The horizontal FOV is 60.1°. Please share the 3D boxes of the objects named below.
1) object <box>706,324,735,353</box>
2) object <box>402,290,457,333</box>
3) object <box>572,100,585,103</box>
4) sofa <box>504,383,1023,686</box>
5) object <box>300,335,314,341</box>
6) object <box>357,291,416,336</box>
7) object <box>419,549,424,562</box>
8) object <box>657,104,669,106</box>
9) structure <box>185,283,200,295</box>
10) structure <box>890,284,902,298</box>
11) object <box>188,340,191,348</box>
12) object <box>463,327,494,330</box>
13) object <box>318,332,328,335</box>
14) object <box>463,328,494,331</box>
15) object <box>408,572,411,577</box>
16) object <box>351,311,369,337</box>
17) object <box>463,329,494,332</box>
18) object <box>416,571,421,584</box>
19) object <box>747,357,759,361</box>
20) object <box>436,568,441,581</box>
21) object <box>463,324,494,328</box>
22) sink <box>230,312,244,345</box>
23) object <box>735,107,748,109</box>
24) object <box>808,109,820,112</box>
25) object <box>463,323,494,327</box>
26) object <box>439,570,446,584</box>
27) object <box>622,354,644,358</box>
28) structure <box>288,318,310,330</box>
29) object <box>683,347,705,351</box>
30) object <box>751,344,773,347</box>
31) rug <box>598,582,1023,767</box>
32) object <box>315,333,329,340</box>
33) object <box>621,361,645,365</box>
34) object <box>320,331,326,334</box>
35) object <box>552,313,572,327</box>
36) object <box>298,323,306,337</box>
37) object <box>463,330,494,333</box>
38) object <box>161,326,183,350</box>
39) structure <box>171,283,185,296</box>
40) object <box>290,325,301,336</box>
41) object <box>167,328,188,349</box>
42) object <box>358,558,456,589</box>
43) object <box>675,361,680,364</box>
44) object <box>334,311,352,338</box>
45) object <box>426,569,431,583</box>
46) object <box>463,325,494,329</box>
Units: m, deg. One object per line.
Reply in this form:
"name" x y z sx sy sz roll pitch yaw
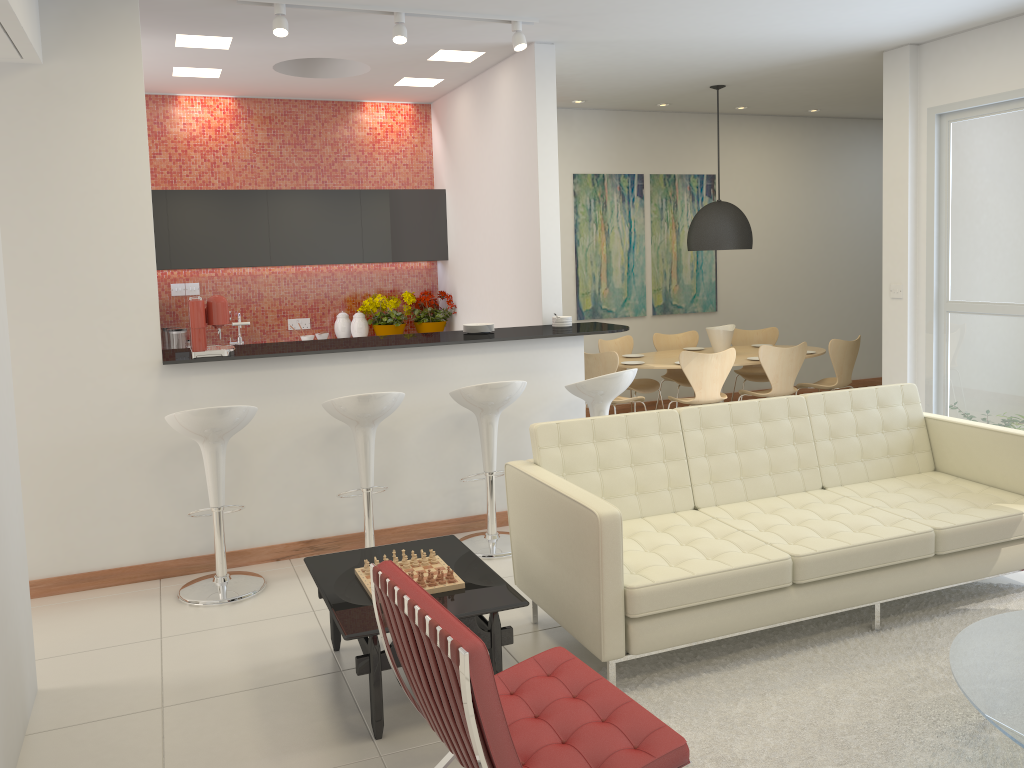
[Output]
"object" 1.953 -0.408 8.286 0.271 0.278 0.263 0 7 14
"object" -0.753 -0.662 8.246 0.505 0.446 0.523 -8 9 -42
"object" 0.648 -2.757 8.647 0.129 0.010 0.130 2 9 23
"sofa" 1.344 0.593 4.252 2.568 0.918 1.005 -5 7 -22
"object" -1.807 -0.383 7.825 0.121 0.083 0.121 -2 7 -2
"object" -1.141 -0.626 8.087 0.523 0.446 0.505 -4 7 -19
"object" -0.379 0.723 3.735 0.030 0.052 0.030 -5 7 -29
"object" 1.535 -2.837 9.001 0.129 0.010 0.130 2 9 23
"structure" -2.805 -0.833 7.773 0.114 0.104 0.008 -5 6 -22
"structure" 2.972 -0.718 6.850 0.013 0.104 0.114 -4 7 -21
"object" -2.789 -0.336 7.635 0.037 0.092 0.037 -4 6 -22
"object" -0.222 -0.369 5.891 0.210 0.015 0.211 1 9 22
"object" -1.711 -0.460 8.015 0.008 0.009 0.235 -1 8 8
"object" -0.221 -0.362 5.892 0.210 0.015 0.211 1 9 22
"object" -0.400 0.763 3.468 0.030 0.049 0.030 -3 6 -14
"object" -1.377 -0.518 8.001 0.159 0.282 0.160 1 7 30
"object" -0.221 -0.356 5.892 0.210 0.015 0.211 1 9 22
"object" -0.363 0.760 3.483 0.030 0.049 0.030 -3 6 -14
"object" 2.192 -0.222 7.854 0.210 0.015 0.211 2 9 24
"object" -0.289 0.753 3.513 0.030 0.049 0.030 -3 6 -14
"object" -0.222 -0.383 5.890 0.210 0.015 0.211 1 9 22
"sink" -2.349 -0.355 7.732 0.809 0.535 0.418 -5 7 -22
"object" 2.422 -2.917 9.354 0.129 0.010 0.130 2 9 23
"object" 3.309 -2.997 9.708 0.129 0.010 0.130 2 9 23
"object" -0.222 -0.390 5.889 0.210 0.015 0.211 1 9 22
"object" -0.274 0.757 3.475 0.030 0.052 0.030 -3 6 -14
"object" 1.147 -0.263 8.379 0.210 0.015 0.212 -2 8 0
"structure" -1.955 -0.550 8.132 0.198 0.098 0.016 -5 6 -22
"object" 1.810 -0.347 8.811 0.210 0.015 0.212 -2 8 -4
"object" 2.513 -0.383 8.898 0.211 0.015 0.211 -10 11 -43
"rug" 1.710 1.203 3.167 3.332 0.004 2.455 -5 9 -20
"object" -1.722 -0.416 8.034 0.121 0.083 0.121 3 9 33
"object" 1.069 -0.184 7.844 0.210 0.015 0.212 -2 8 0
"object" -1.726 -0.463 8.039 0.008 0.009 0.235 -2 8 3
"object" 0.336 -0.456 6.207 0.173 0.097 0.140 -6 8 -29
"object" -1.848 -0.443 7.864 0.140 0.194 0.009 3 7 38
"object" -0.221 -0.349 5.893 0.210 0.015 0.211 1 9 22
"object" -2.934 -0.385 7.655 0.172 0.214 0.173 -2 6 -3
"structure" -2.913 -0.823 7.727 0.114 0.104 0.013 -5 6 -22
"object" -1.871 -0.433 7.805 0.164 0.177 0.011 -3 5 -8
"object" -2.810 -0.360 7.455 0.172 0.214 0.173 -2 6 -3
"object" -0.418 0.773 3.570 0.347 0.001 0.351 -5 9 -21
"object" 1.525 -0.181 7.723 0.210 0.015 0.212 -1 8 5
"object" -1.543 -0.527 8.095 0.159 0.282 0.160 1 7 30
"object" -0.326 0.756 3.498 0.030 0.049 0.030 -3 6 -14
"object" -0.222 -0.376 5.890 0.210 0.015 0.211 1 9 22
